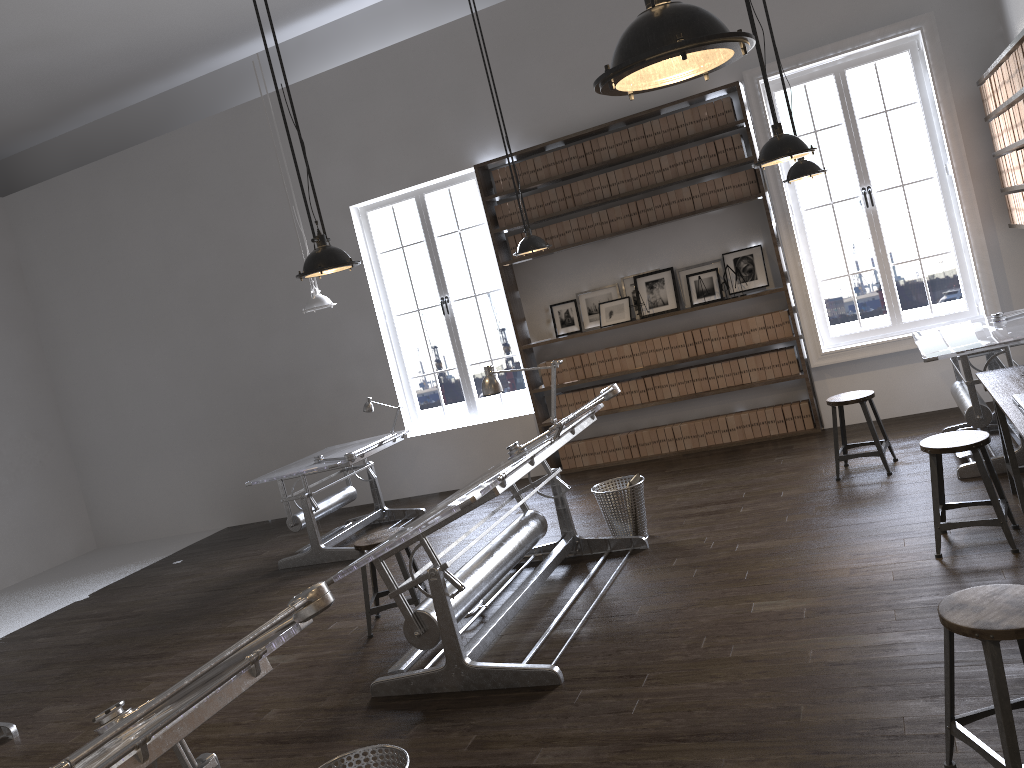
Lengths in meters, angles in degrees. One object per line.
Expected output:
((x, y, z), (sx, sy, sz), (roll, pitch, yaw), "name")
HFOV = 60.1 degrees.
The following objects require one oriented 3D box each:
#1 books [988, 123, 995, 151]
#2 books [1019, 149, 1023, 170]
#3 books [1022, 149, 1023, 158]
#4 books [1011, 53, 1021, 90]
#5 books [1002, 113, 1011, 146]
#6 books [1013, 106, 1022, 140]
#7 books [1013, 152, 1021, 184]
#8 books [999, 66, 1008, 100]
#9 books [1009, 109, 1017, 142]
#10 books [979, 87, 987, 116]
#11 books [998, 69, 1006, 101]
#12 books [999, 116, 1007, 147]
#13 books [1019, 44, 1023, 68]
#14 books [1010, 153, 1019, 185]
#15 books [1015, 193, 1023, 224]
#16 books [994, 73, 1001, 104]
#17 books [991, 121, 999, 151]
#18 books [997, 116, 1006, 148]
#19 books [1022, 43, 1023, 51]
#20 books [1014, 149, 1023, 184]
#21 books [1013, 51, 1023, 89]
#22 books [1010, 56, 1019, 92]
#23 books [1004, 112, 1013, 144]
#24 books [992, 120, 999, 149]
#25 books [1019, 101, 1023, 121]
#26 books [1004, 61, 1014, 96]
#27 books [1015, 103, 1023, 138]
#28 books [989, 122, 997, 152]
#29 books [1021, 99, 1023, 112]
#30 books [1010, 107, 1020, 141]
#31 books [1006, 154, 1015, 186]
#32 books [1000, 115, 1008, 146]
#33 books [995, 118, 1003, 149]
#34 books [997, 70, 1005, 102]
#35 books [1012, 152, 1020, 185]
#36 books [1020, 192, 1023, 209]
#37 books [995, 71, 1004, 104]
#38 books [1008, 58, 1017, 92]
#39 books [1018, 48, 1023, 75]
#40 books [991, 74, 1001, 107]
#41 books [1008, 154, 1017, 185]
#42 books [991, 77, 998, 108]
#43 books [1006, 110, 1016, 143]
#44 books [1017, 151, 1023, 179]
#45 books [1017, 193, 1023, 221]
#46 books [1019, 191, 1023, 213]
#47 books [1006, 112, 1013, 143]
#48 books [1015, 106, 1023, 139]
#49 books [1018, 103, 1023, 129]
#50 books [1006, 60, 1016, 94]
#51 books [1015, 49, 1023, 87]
((3.673, -1.860, 6.598), (0.174, 0.225, 0.067), (-13, 3, 22), "books")
((3.367, -1.411, 5.660), (0.174, 0.225, 0.067), (-13, 3, 22), "books")
((3.345, -1.399, 5.593), (0.174, 0.225, 0.067), (-13, 3, 23), "books")
((3.078, -1.871, 5.242), (0.174, 0.225, 0.067), (-13, 3, 23), "books")
((3.421, -1.734, 5.961), (0.174, 0.225, 0.067), (-13, 3, 22), "books")
((3.275, -1.663, 5.571), (0.174, 0.225, 0.067), (-13, 3, 23), "books")
((3.452, -1.458, 5.875), (0.174, 0.225, 0.067), (-13, 3, 23), "books")
((3.252, -1.954, 5.689), (0.174, 0.225, 0.067), (-13, 3, 23), "books")
((3.327, -1.688, 5.702), (0.174, 0.225, 0.067), (-13, 3, 22), "books")
((3.605, -2.129, 6.598), (0.174, 0.225, 0.067), (-13, 3, 23), "books")
((3.282, -1.967, 5.749), (0.174, 0.225, 0.067), (-13, 3, 22), "books")
((3.476, -1.760, 6.094), (0.174, 0.225, 0.067), (-13, 3, 23), "books")
((2.980, -1.823, 4.987), (0.174, 0.225, 0.067), (-13, 3, 23), "books")
((3.507, -1.484, 6.008), (0.174, 0.225, 0.067), (-13, 3, 23), "books")
((3.617, -1.238, 6.145), (0.174, 0.225, 0.067), (-13, 3, 23), "books")
((3.359, -2.004, 5.946), (0.174, 0.225, 0.067), (-13, 3, 23), "books")
((3.620, -1.835, 6.466), (0.174, 0.225, 0.067), (-13, 3, 22), "books")
((3.526, -1.789, 6.218), (0.174, 0.225, 0.067), (-13, 3, 22), "books")
((2.958, -1.811, 4.915), (0.174, 0.225, 0.067), (-13, 3, 22), "books")
((3.425, -1.447, 5.819), (0.174, 0.225, 0.067), (-13, 3, 22), "books")
((3.051, -1.858, 5.175), (0.174, 0.225, 0.067), (-13, 3, 22), "books")
((3.107, -1.884, 5.307), (0.174, 0.225, 0.067), (-13, 3, 23), "books")
((3.402, -1.724, 5.901), (0.174, 0.225, 0.067), (-13, 3, 23), "books")
((3.598, -1.825, 6.408), (0.174, 0.225, 0.067), (-13, 3, 22), "books")
((3.176, -1.617, 5.324), (0.174, 0.225, 0.067), (-13, 3, 23), "books")
((3.181, -1.920, 5.502), (0.174, 0.225, 0.067), (-13, 3, 23), "books")
((3.220, -1.638, 5.445), (0.174, 0.225, 0.067), (-13, 3, 22), "books")
((3.644, -1.847, 6.534), (0.174, 0.225, 0.067), (-13, 3, 23), "books")
((3.148, -1.604, 5.258), (0.174, 0.225, 0.067), (-13, 3, 22), "books")
((3.297, -1.675, 5.638), (0.174, 0.225, 0.067), (-13, 3, 22), "books")
((3.552, -1.507, 6.142), (0.174, 0.225, 0.067), (-13, 3, 22), "books")
((3.447, -1.747, 6.028), (0.174, 0.225, 0.067), (-13, 3, 23), "books")
((3.551, -1.802, 6.283), (0.174, 0.225, 0.067), (-13, 3, 22), "books")
((3.308, -1.979, 5.815), (0.174, 0.225, 0.067), (-13, 3, 22), "books")
((3.480, -1.471, 5.944), (0.174, 0.225, 0.067), (-13, 3, 23), "books")
((3.543, -1.203, 5.959), (0.174, 0.225, 0.067), (-13, 3, 23), "books")
((3.329, -1.991, 5.882), (0.174, 0.225, 0.067), (-13, 3, 23), "books")
((3.135, -1.896, 5.370), (0.174, 0.225, 0.067), (-13, 3, 22), "books")
((3.011, -1.837, 5.053), (0.174, 0.225, 0.067), (-13, 3, 22), "books")
((3.381, -2.016, 6.017), (0.174, 0.225, 0.067), (-13, 3, 22), "books")
((3.529, -1.495, 6.074), (0.174, 0.225, 0.067), (-13, 3, 22), "books")
((3.413, -2.029, 6.084), (0.174, 0.225, 0.067), (-13, 3, 23), "books")
((3.349, -1.700, 5.774), (0.174, 0.225, 0.067), (-13, 3, 23), "books")
((3.398, -1.425, 5.735), (0.174, 0.225, 0.067), (-13, 3, 22), "books")
((3.593, -1.225, 6.077), (0.174, 0.225, 0.067), (-13, 3, 22), "books")
((3.571, -1.215, 6.018), (0.174, 0.225, 0.067), (-13, 3, 22), "books")
((3.380, -1.714, 5.840), (0.174, 0.225, 0.067), (-13, 3, 22), "books")
((3.249, -1.651, 5.505), (0.174, 0.225, 0.067), (-13, 3, 23), "books")
((3.200, -1.628, 5.382), (0.174, 0.225, 0.067), (-13, 3, 23), "books")
((3.159, -1.908, 5.436), (0.174, 0.225, 0.067), (-13, 3, 22), "books")
((3.033, -1.848, 5.115), (0.174, 0.225, 0.067), (-13, 3, 23), "books")
